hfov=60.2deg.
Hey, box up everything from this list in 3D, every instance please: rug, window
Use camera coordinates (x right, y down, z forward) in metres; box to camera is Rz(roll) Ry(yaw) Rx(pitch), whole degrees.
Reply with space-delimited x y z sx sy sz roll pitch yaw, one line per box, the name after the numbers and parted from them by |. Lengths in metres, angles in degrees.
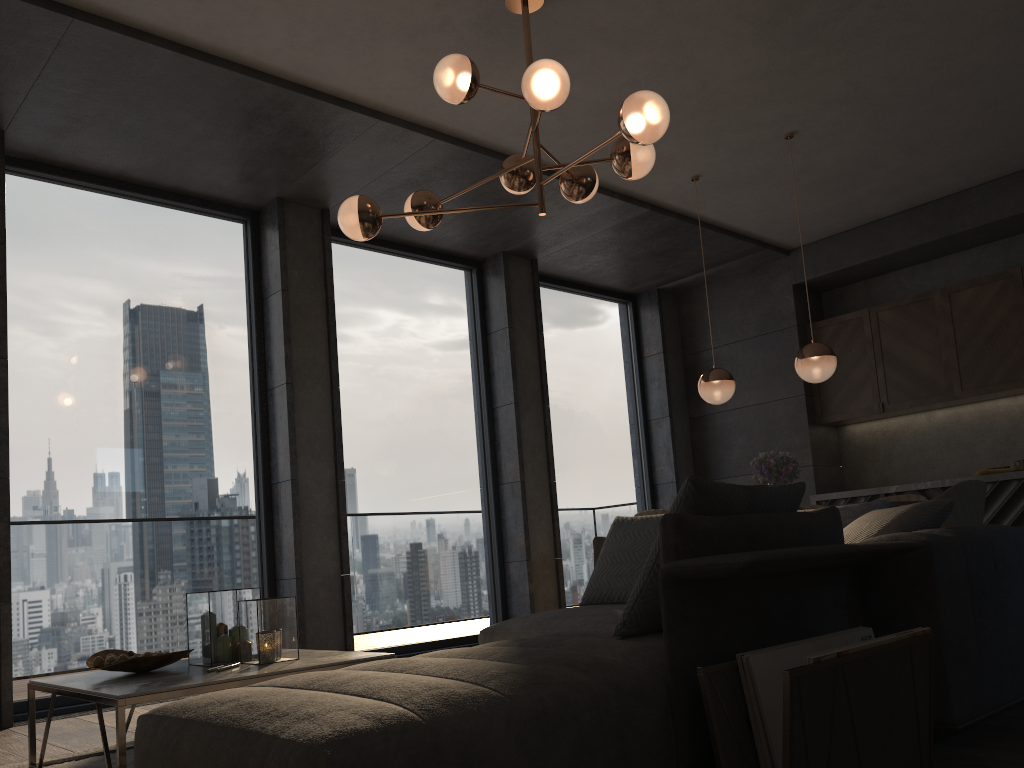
-0.552 1.280 3.159 3.152 0.020 1.748 6 -15 -42 | rug
-1.419 0.364 5.758 7.284 2.966 0.201 5 -11 -42 | window

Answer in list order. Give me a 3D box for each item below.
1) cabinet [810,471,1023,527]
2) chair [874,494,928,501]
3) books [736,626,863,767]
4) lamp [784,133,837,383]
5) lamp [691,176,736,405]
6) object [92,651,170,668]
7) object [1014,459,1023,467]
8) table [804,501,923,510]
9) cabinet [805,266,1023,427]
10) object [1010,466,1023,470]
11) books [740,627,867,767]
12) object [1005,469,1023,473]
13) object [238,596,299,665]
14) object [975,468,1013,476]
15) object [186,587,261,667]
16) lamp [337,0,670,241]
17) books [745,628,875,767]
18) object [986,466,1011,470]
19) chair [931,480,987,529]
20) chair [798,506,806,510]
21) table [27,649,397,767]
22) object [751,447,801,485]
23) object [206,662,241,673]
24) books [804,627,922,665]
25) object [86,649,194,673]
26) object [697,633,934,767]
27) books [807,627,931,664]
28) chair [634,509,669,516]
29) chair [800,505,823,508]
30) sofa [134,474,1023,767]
3.830 1.066 6.144 0.602 0.939 3.429 3 -13 -42 | cabinet
2.316 1.101 5.434 0.511 0.827 0.560 3 -11 -43 | chair
0.735 0.782 2.087 0.569 0.351 0.063 5 -11 -42 | books
1.750 -0.764 5.308 0.240 1.528 0.240 -7 -7 23 | lamp
1.282 -0.624 5.821 0.239 1.528 0.241 0 -8 -37 | lamp
-1.294 0.963 3.067 0.279 0.071 0.325 -12 -14 35 | object
3.724 0.596 6.408 0.112 0.102 0.091 -3 -9 -10 | object
1.643 1.166 5.334 0.770 0.760 1.482 4 -13 -42 | table
3.801 -0.404 6.386 0.370 0.855 3.429 2 -12 -42 | cabinet
3.607 0.605 6.286 0.116 0.045 0.121 4 -13 -37 | object
0.743 0.779 2.074 0.569 0.351 0.068 5 -11 -42 | books
3.609 0.623 6.285 0.170 0.020 0.172 -1 -12 -17 | object
-0.860 0.868 3.116 0.150 0.218 0.150 3 -11 -42 | object
3.519 0.644 6.423 0.301 0.054 0.072 -4 -10 -1 | object
-1.049 0.884 3.225 0.197 0.258 0.201 3 -11 -42 | object
0.047 -1.165 3.922 1.470 1.027 1.023 -9 -10 23 | lamp
0.755 0.777 2.059 0.569 0.349 0.080 5 -11 -42 | books
3.608 0.648 6.544 0.158 0.067 0.117 -11 -12 32 | object
2.235 0.949 4.647 0.556 0.827 0.515 2 -10 -38 | chair
1.443 1.023 4.714 0.560 0.827 0.512 -11 -10 41 | chair
-1.041 1.139 3.066 0.933 0.305 0.940 5 -15 -42 | table
1.628 0.589 5.409 0.299 0.404 0.331 -7 -9 17 | object
-0.960 0.950 2.963 0.046 0.012 0.183 -6 -11 8 | object
0.809 0.759 1.999 0.569 0.351 0.065 5 -11 -42 | books
-1.290 0.962 3.074 0.349 0.083 0.350 -9 -12 24 | object
0.722 0.774 1.986 0.669 0.348 0.218 5 -12 -42 | object
0.812 0.756 1.985 0.569 0.351 0.065 5 -11 -42 | books
1.032 1.145 5.159 0.510 0.827 0.561 1 -9 -33 | chair
1.897 1.232 5.924 0.560 0.827 0.512 -11 -10 41 | chair
0.280 0.769 2.880 2.918 0.775 2.045 6 -15 -42 | sofa
